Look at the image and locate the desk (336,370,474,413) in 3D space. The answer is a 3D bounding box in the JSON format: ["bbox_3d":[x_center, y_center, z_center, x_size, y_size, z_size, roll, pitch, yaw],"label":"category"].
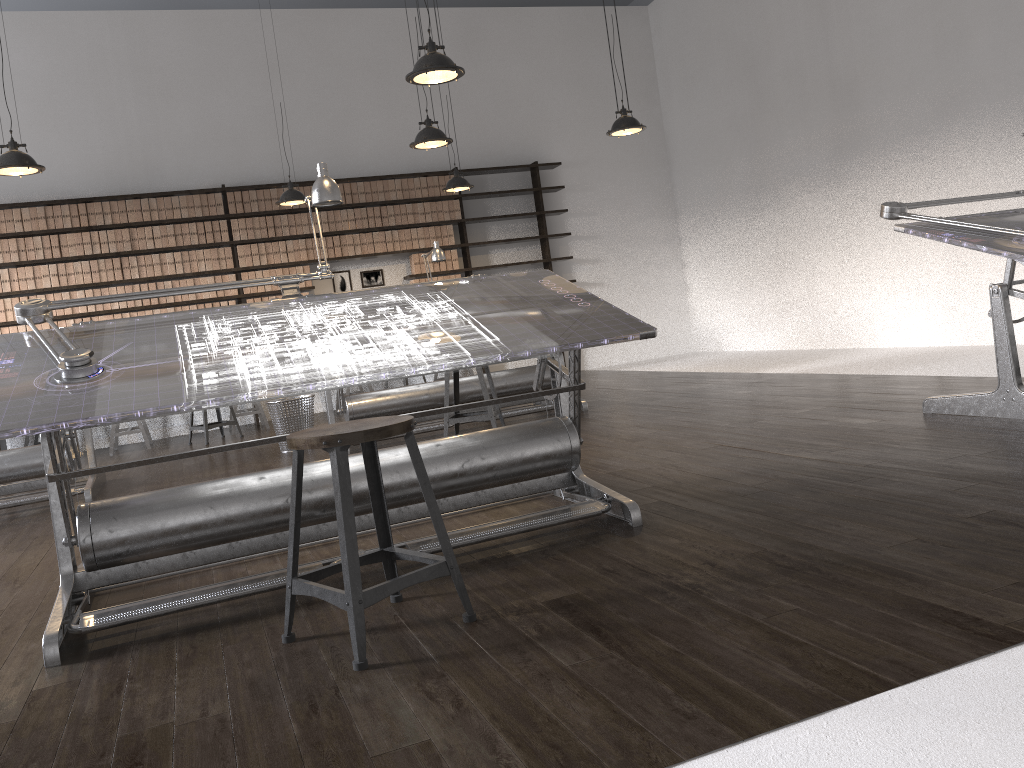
[{"bbox_3d":[-1.144,-0.122,9.235,1.672,0.669,0.655,-9,3,-20],"label":"desk"}]

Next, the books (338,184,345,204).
[{"bbox_3d":[-1.837,-2.008,9.444,0.067,0.225,0.174,-8,2,-20],"label":"books"}]

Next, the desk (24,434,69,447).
[{"bbox_3d":[-4.770,0.483,7.887,1.672,0.669,0.655,-9,3,-20],"label":"desk"}]

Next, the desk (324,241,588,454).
[{"bbox_3d":[-0.547,-0.369,6.509,2.074,1.385,1.076,-9,3,-20],"label":"desk"}]

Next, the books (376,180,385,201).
[{"bbox_3d":[-1.436,-2.075,9.586,0.067,0.225,0.174,-8,2,-20],"label":"books"}]

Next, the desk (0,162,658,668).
[{"bbox_3d":[-0.666,-0.097,3.067,2.074,1.385,1.076,-9,3,-20],"label":"desk"}]

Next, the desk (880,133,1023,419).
[{"bbox_3d":[2.862,-0.668,4.153,2.074,1.385,1.076,-9,3,-20],"label":"desk"}]

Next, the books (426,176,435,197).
[{"bbox_3d":[-0.919,-2.161,9.778,0.067,0.225,0.174,-8,2,-20],"label":"books"}]

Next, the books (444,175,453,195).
[{"bbox_3d":[-0.729,-2.193,9.857,0.067,0.225,0.174,-8,2,-20],"label":"books"}]

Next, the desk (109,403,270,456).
[{"bbox_3d":[-3.132,0.209,8.496,1.672,0.669,0.655,-9,3,-20],"label":"desk"}]

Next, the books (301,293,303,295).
[{"bbox_3d":[-2.219,-0.833,9.268,0.067,0.225,0.174,-8,2,-20],"label":"books"}]

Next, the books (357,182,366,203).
[{"bbox_3d":[-1.631,-2.042,9.516,0.067,0.225,0.174,-8,2,-20],"label":"books"}]

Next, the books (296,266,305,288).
[{"bbox_3d":[-2.221,-1.111,9.272,0.067,0.225,0.174,-8,2,-20],"label":"books"}]

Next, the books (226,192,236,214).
[{"bbox_3d":[-2.872,-1.836,9.059,0.067,0.225,0.174,-8,2,-20],"label":"books"}]

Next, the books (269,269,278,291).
[{"bbox_3d":[-2.478,-1.068,9.180,0.067,0.225,0.174,-8,2,-20],"label":"books"}]

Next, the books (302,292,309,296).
[{"bbox_3d":[-2.160,-0.843,9.288,0.067,0.225,0.174,-8,2,-20],"label":"books"}]

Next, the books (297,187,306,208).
[{"bbox_3d":[-2.220,-1.944,9.300,0.067,0.225,0.174,-8,2,-20],"label":"books"}]

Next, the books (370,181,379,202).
[{"bbox_3d":[-1.501,-2.064,9.568,0.067,0.225,0.174,-8,2,-20],"label":"books"}]

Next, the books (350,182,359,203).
[{"bbox_3d":[-1.699,-2.031,9.496,0.067,0.225,0.174,-8,2,-20],"label":"books"}]

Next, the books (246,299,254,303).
[{"bbox_3d":[-2.680,-0.756,9.098,0.067,0.225,0.174,-8,2,-20],"label":"books"}]

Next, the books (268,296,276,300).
[{"bbox_3d":[-2.474,-0.790,9.170,0.067,0.225,0.174,-8,2,-20],"label":"books"}]

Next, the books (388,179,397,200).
[{"bbox_3d":[-1.317,-2.095,9.634,0.067,0.225,0.174,-8,2,-20],"label":"books"}]

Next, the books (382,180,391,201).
[{"bbox_3d":[-1.376,-2.085,9.614,0.067,0.225,0.174,-8,2,-20],"label":"books"}]

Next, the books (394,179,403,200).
[{"bbox_3d":[-1.249,-2.106,9.657,0.067,0.225,0.174,-8,2,-20],"label":"books"}]

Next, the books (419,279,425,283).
[{"bbox_3d":[-0.993,-1.037,9.724,0.067,0.225,0.174,-8,2,-20],"label":"books"}]

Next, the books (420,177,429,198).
[{"bbox_3d":[-0.986,-2.150,9.753,0.067,0.225,0.174,-8,2,-20],"label":"books"}]

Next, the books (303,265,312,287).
[{"bbox_3d":[-2.156,-1.122,9.301,0.067,0.225,0.174,-8,2,-20],"label":"books"}]

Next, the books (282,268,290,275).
[{"bbox_3d":[-2.354,-1.089,9.227,0.067,0.225,0.174,-8,2,-20],"label":"books"}]

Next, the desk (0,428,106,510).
[{"bbox_3d":[-3.660,0.150,5.352,2.285,1.385,1.076,-9,3,-20],"label":"desk"}]

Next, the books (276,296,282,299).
[{"bbox_3d":[-2.410,-0.801,9.198,0.067,0.225,0.174,-8,2,-20],"label":"books"}]

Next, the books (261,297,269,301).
[{"bbox_3d":[-2.542,-0.779,9.150,0.067,0.225,0.174,-8,2,-20],"label":"books"}]

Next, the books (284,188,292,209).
[{"bbox_3d":[-2.352,-1.922,9.249,0.067,0.225,0.174,-8,2,-20],"label":"books"}]

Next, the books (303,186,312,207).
[{"bbox_3d":[-2.156,-1.955,9.326,0.067,0.225,0.174,-8,2,-20],"label":"books"}]

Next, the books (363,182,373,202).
[{"bbox_3d":[-1.567,-2.053,9.544,0.067,0.225,0.174,-8,2,-20],"label":"books"}]

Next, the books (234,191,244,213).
[{"bbox_3d":[-2.802,-1.847,9.080,0.067,0.225,0.174,-8,2,-20],"label":"books"}]

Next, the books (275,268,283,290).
[{"bbox_3d":[-2.414,-1.078,9.198,0.067,0.225,0.174,-8,2,-20],"label":"books"}]

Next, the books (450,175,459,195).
[{"bbox_3d":[-0.663,-2.204,9.877,0.067,0.225,0.174,-8,2,-20],"label":"books"}]

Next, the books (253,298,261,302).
[{"bbox_3d":[-2.610,-0.768,9.119,0.067,0.225,0.174,-8,2,-20],"label":"books"}]

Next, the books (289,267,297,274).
[{"bbox_3d":[-2.288,-1.100,9.252,0.067,0.225,0.174,-8,2,-20],"label":"books"}]

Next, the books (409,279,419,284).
[{"bbox_3d":[-1.057,-1.026,9.696,0.067,0.225,0.174,-8,2,-20],"label":"books"}]

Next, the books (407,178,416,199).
[{"bbox_3d":[-1.121,-2.128,9.711,0.067,0.225,0.174,-8,2,-20],"label":"books"}]

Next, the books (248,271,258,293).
[{"bbox_3d":[-2.669,-1.036,9.109,0.067,0.225,0.174,-8,2,-20],"label":"books"}]

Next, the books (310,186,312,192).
[{"bbox_3d":[-2.090,-1.966,9.347,0.067,0.225,0.174,-8,2,-20],"label":"books"}]

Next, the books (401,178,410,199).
[{"bbox_3d":[-1.185,-2.117,9.685,0.067,0.225,0.174,-8,2,-20],"label":"books"}]

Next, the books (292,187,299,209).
[{"bbox_3d":[-2.284,-1.933,9.272,0.067,0.225,0.174,-8,2,-20],"label":"books"}]

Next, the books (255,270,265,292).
[{"bbox_3d":[-2.602,-1.047,9.130,0.067,0.225,0.174,-8,2,-20],"label":"books"}]

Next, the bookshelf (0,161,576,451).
[{"bbox_3d":[-3.538,-0.319,8.859,9.200,3.204,0.373,-9,2,-20],"label":"bookshelf"}]

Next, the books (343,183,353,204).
[{"bbox_3d":[-1.767,-2.020,9.464,0.067,0.225,0.174,-8,2,-20],"label":"books"}]

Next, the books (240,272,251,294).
[{"bbox_3d":[-2.734,-1.026,9.087,0.067,0.225,0.174,-8,2,-20],"label":"books"}]

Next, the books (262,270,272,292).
[{"bbox_3d":[-2.536,-1.058,9.157,0.067,0.225,0.174,-8,2,-20],"label":"books"}]
